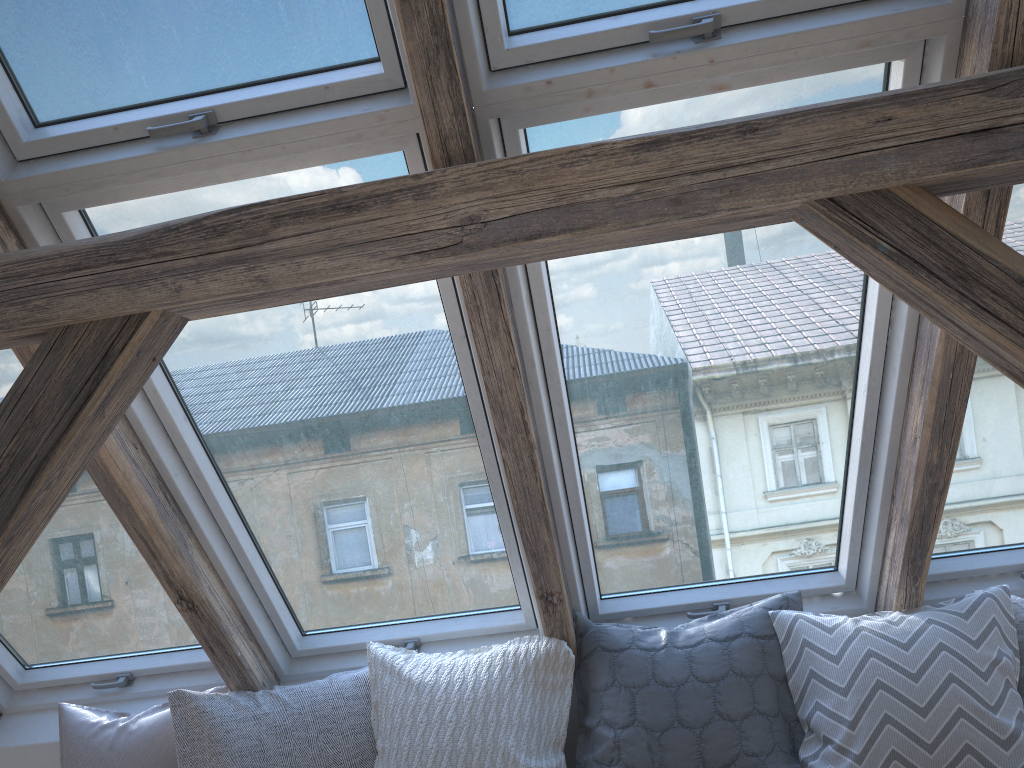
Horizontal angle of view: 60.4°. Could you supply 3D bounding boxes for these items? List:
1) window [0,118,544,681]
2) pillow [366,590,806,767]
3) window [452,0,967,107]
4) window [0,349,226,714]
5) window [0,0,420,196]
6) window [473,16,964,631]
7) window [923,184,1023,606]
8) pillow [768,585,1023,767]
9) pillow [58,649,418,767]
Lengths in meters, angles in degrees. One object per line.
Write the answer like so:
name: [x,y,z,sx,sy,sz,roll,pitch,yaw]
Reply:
window: [-0.428,0.176,2.181,0.857,1.276,1.096,-8,-2,6]
pillow: [0.177,0.900,2.308,1.275,0.563,0.467,-9,-2,7]
window: [0.210,-1.225,1.060,0.857,1.276,1.096,-8,-2,6]
window: [-1.334,0.312,2.281,0.857,1.276,1.096,-8,-2,6]
window: [-0.696,-1.089,1.161,0.857,1.276,1.096,-8,-2,6]
window: [0.478,0.039,2.080,0.857,1.276,1.096,-8,-2,6]
window: [1.384,-0.097,1.980,0.857,1.276,1.096,-8,-2,6]
pillow: [1.259,0.762,2.144,1.158,0.534,0.500,-9,-2,11]
pillow: [-0.794,1.085,2.443,1.132,0.525,0.436,-8,-1,-2]
